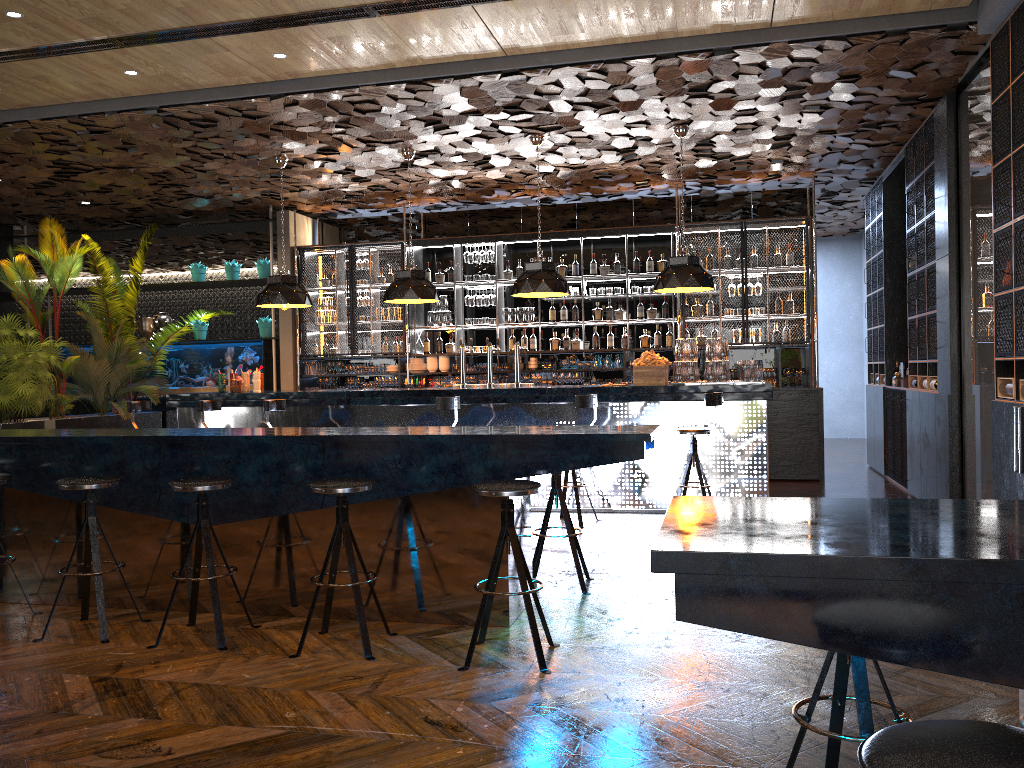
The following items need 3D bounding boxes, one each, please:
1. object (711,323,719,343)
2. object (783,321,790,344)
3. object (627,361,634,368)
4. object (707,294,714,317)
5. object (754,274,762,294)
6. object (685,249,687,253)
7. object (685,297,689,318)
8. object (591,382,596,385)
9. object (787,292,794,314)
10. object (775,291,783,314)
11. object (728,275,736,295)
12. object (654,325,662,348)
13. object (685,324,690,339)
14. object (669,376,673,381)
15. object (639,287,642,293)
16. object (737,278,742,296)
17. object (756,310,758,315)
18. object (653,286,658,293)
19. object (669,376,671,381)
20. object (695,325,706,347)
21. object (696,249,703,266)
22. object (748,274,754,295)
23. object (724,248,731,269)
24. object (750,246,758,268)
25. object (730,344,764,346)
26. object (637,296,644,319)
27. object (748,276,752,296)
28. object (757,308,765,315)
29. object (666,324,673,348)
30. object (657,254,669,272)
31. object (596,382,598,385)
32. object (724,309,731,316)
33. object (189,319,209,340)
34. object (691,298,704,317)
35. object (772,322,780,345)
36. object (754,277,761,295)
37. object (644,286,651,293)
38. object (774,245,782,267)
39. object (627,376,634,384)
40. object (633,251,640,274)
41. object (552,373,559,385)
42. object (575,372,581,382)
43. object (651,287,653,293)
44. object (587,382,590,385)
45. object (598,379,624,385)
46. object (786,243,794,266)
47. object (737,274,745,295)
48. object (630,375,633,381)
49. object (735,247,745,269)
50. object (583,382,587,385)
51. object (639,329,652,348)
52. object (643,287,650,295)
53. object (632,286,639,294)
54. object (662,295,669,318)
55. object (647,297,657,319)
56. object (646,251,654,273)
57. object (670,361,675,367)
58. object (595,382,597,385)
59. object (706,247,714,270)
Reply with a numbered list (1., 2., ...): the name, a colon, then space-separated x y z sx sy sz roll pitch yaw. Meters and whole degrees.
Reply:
1. object: 2.518 -0.611 11.006 0.086 0.299 0.086 -2 1 -28
2. object: 3.346 -0.625 10.816 0.086 0.298 0.086 -2 1 -28
3. object: 1.477 -0.242 11.062 0.084 0.082 0.084 -1 1 6
4. object: 2.465 -0.972 11.023 0.086 0.298 0.086 -2 1 -28
5. object: 2.995 -1.216 10.782 0.092 0.244 0.092 -1 1 8
6. object: 2.169 -1.538 11.076 0.086 0.299 0.086 -2 1 -28
7. object: 2.163 -0.959 11.082 0.083 0.282 0.083 -1 1 -1
8. object: 1.023 0.028 11.169 0.067 0.099 0.067 -1 1 -15
9. object: 3.385 -0.982 10.786 0.083 0.282 0.083 -1 1 24
10. object: 3.254 -0.988 10.821 0.086 0.299 0.086 -2 1 -28
11. object: 2.691 -1.210 10.856 0.092 0.244 0.092 -1 1 8
12. object: 1.839 -0.597 11.181 0.086 0.298 0.086 -2 1 -28
13. object: 2.178 -0.605 11.093 0.086 0.298 0.086 -2 1 -28
14. object: 1.939 -0.016 10.959 0.107 0.152 0.107 -1 1 39
15. object: 1.609 -1.182 11.292 0.089 0.092 0.089 -2 1 -32
16. object: 2.837 -1.215 10.990 0.092 0.244 0.092 -1 1 8
17. object: 3.022 -0.883 10.971 0.089 0.092 0.089 -1 1 -2
18. object: 1.804 -1.184 11.093 0.089 0.092 0.089 -2 1 -37
19. object: 1.966 -0.018 11.073 0.107 0.152 0.107 -1 1 28
20. object: 2.349 -0.597 11.029 0.123 0.279 0.123 -1 1 3
21. object: 2.308 -1.530 11.022 0.123 0.279 0.123 -1 1 22
22. object: 2.895 -1.214 10.806 0.092 0.244 0.092 -1 1 8
23. object: 2.664 -1.540 10.950 0.083 0.282 0.083 -1 1 14
24. object: 2.968 -1.546 10.876 0.083 0.282 0.083 -1 1 -1
25. object: 2.879 -0.476 10.862 0.437 0.019 0.273 -1 1 14
26. object: 1.628 -0.958 11.219 0.086 0.298 0.086 -2 1 -28
27. object: 2.933 -1.217 10.967 0.092 0.244 0.092 -1 1 8
28. object: 3.042 -0.882 10.827 0.089 0.092 0.089 -1 1 -2
29. object: 1.978 -0.599 11.133 0.080 0.299 0.080 -1 1 16
30. object: 1.892 -1.507 11.136 0.151 0.248 0.094 -1 1 42
31. object: 1.073 0.024 11.386 0.067 0.099 0.067 -1 1 -15
32. object: 2.648 -0.874 10.880 0.089 0.092 0.089 -1 1 -2
33. object: -4.441 -0.774 12.596 0.265 0.325 0.245 -2 1 -22
34. object: 2.312 -0.944 11.045 0.151 0.248 0.094 -1 1 23
35. object: 3.222 -0.615 10.832 0.083 0.282 0.083 -1 1 -1
36. object: 3.034 -1.219 10.942 0.092 0.244 0.092 -1 1 8
37. object: 1.700 -1.183 11.157 0.089 0.092 0.089 -1 1 13
38. object: 3.242 -1.550 10.810 0.083 0.282 0.083 -1 1 29
39. object: 1.470 -0.018 11.048 0.089 0.174 0.089 -2 1 -26
40. object: 1.577 -1.528 11.216 0.086 0.299 0.086 -2 1 -28
41. object: 0.553 -0.029 11.302 0.091 0.229 0.091 -1 1 0
42. object: 0.837 -0.034 11.236 0.091 0.229 0.091 -1 1 -14
43. object: 1.809 -1.186 11.253 0.089 0.092 0.089 -1 1 -1
44. object: 0.962 0.027 11.302 0.067 0.100 0.067 -1 1 6
45. object: 1.251 0.004 11.230 0.356 0.134 0.206 -1 1 21
46. object: 3.385 -1.561 10.803 0.086 0.298 0.086 -2 1 -23
47. object: 2.798 -1.212 10.830 0.092 0.244 0.092 -1 1 8
48. object: 1.503 -0.020 11.137 0.089 0.174 0.089 -2 1 -26
49. object: 2.815 -1.541 10.915 0.123 0.279 0.123 -1 1 17
50. object: 0.922 0.029 11.197 0.067 0.100 0.067 -1 1 6
51. object: 1.687 -0.569 11.204 0.151 0.248 0.094 -1 1 23
52. object: 1.713 -1.185 11.302 0.089 0.092 0.089 -1 1 -1
53. object: 1.553 -1.179 11.162 0.089 0.092 0.089 -1 1 -1
54. object: 1.928 -0.964 11.142 0.086 0.299 0.086 -2 1 -28
55. object: 1.760 -0.950 11.165 0.123 0.279 0.123 -1 1 3
56. object: 1.744 -1.532 11.205 0.086 0.298 0.086 -2 1 -28
57. object: 1.990 -0.246 10.920 0.088 0.070 0.098 -1 1 24
58. object: 1.053 0.026 11.291 0.067 0.099 0.067 -1 1 -15
59. object: 2.458 -1.544 11.003 0.086 0.297 0.086 -2 1 -28
